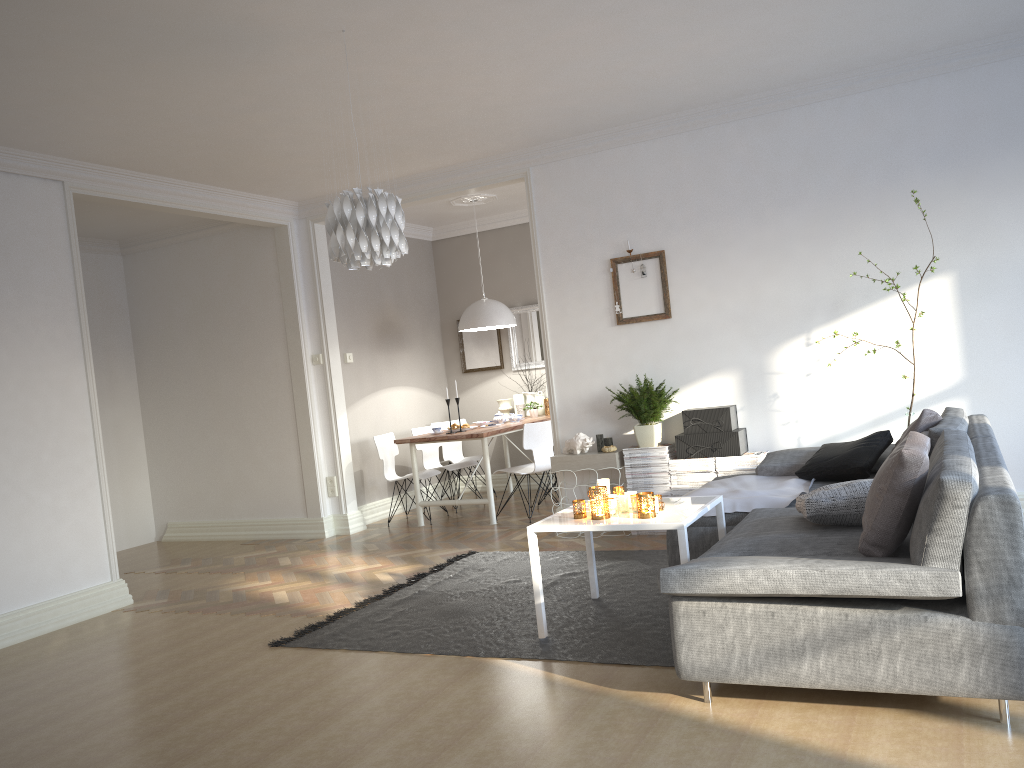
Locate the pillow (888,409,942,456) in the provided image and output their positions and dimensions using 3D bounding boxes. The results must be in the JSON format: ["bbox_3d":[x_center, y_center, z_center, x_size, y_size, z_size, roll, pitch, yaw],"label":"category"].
[{"bbox_3d":[2.045,0.320,4.505,0.324,0.403,0.429,-6,1,14],"label":"pillow"}]

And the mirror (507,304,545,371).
[{"bbox_3d":[0.217,-0.474,8.883,0.544,0.632,0.047,-6,2,27],"label":"mirror"}]

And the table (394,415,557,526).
[{"bbox_3d":[-0.121,0.741,8.054,0.853,0.750,1.984,-6,1,27],"label":"table"}]

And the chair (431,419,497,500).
[{"bbox_3d":[-0.491,0.754,8.828,0.431,0.786,0.479,-7,1,-32],"label":"chair"}]

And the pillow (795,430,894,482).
[{"bbox_3d":[1.777,0.395,4.744,0.401,0.248,0.421,-7,1,-43],"label":"pillow"}]

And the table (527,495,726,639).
[{"bbox_3d":[0.559,0.831,4.073,0.715,0.504,0.674,-6,1,27],"label":"table"}]

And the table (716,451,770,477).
[{"bbox_3d":[1.530,0.705,5.791,0.327,0.499,0.246,-6,1,27],"label":"table"}]

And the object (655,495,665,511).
[{"bbox_3d":[0.657,0.534,3.982,0.054,0.068,0.047,-7,1,-13],"label":"object"}]

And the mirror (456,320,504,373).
[{"bbox_3d":[-0.327,-0.410,9.156,0.474,0.558,0.051,-6,2,27],"label":"mirror"}]

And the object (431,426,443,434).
[{"bbox_3d":[-0.637,0.397,7.567,0.116,0.056,0.137,-7,1,-33],"label":"object"}]

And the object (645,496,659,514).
[{"bbox_3d":[0.617,0.536,3.907,0.060,0.073,0.060,-7,1,-11],"label":"object"}]

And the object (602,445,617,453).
[{"bbox_3d":[0.674,0.447,6.118,0.099,0.046,0.104,-7,1,-17],"label":"object"}]

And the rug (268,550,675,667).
[{"bbox_3d":[0.175,1.109,4.726,2.112,0.055,2.013,-6,1,26],"label":"rug"}]

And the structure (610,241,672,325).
[{"bbox_3d":[0.881,-0.717,6.147,0.399,0.575,0.053,-6,2,24],"label":"structure"}]

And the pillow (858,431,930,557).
[{"bbox_3d":[1.328,0.380,3.074,0.242,0.390,0.426,-6,1,27],"label":"pillow"}]

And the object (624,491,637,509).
[{"bbox_3d":[0.556,0.540,4.129,0.060,0.073,0.060,-7,1,-38],"label":"object"}]

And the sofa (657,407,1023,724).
[{"bbox_3d":[1.351,0.638,3.981,1.556,0.773,2.629,-6,1,27],"label":"sofa"}]

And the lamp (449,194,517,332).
[{"bbox_3d":[-0.283,-1.091,8.016,0.530,1.182,0.529,-5,2,34],"label":"lamp"}]

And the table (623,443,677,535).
[{"bbox_3d":[0.970,0.715,6.070,0.321,0.597,0.246,-6,2,27],"label":"table"}]

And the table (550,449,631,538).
[{"bbox_3d":[0.572,0.769,6.231,0.553,0.575,0.298,-6,1,27],"label":"table"}]

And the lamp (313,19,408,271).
[{"bbox_3d":[-0.693,-1.050,3.962,0.354,1.066,0.354,-7,2,-21],"label":"lamp"}]

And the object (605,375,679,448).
[{"bbox_3d":[0.896,0.188,6.026,0.438,0.527,0.368,-6,1,27],"label":"object"}]

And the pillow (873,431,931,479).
[{"bbox_3d":[1.822,0.377,4.177,0.337,0.311,0.414,-6,1,32],"label":"pillow"}]

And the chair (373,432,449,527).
[{"bbox_3d":[-0.883,0.809,7.720,0.479,0.786,0.431,-6,1,17],"label":"chair"}]

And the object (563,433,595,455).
[{"bbox_3d":[0.469,0.417,6.240,0.137,0.150,0.311,-7,1,-33],"label":"object"}]

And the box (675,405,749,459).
[{"bbox_3d":[1.307,0.319,5.868,0.420,0.316,0.298,-6,1,27],"label":"box"}]

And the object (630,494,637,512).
[{"bbox_3d":[0.569,0.540,4.028,0.060,0.073,0.060,-7,1,-38],"label":"object"}]

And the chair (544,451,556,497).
[{"bbox_3d":[0.537,0.646,8.348,0.479,0.786,0.431,-6,1,17],"label":"chair"}]

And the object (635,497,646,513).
[{"bbox_3d":[0.581,0.539,3.964,0.060,0.073,0.060,-7,1,-38],"label":"object"}]

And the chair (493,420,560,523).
[{"bbox_3d":[0.134,0.702,7.258,0.431,0.786,0.479,-8,2,-43],"label":"chair"}]

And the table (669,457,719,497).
[{"bbox_3d":[1.250,0.735,5.932,0.327,0.499,0.246,-6,1,27],"label":"table"}]

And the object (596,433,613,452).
[{"bbox_3d":[0.648,0.404,6.218,0.123,0.134,0.062,-7,1,-22],"label":"object"}]

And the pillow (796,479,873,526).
[{"bbox_3d":[1.365,0.478,3.585,0.406,0.194,0.404,-6,1,13],"label":"pillow"}]

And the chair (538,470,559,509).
[{"bbox_3d":[0.482,0.659,7.704,0.479,0.786,0.431,-6,2,32],"label":"chair"}]

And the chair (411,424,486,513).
[{"bbox_3d":[-0.601,0.772,8.250,0.479,0.786,0.431,-5,2,37],"label":"chair"}]
